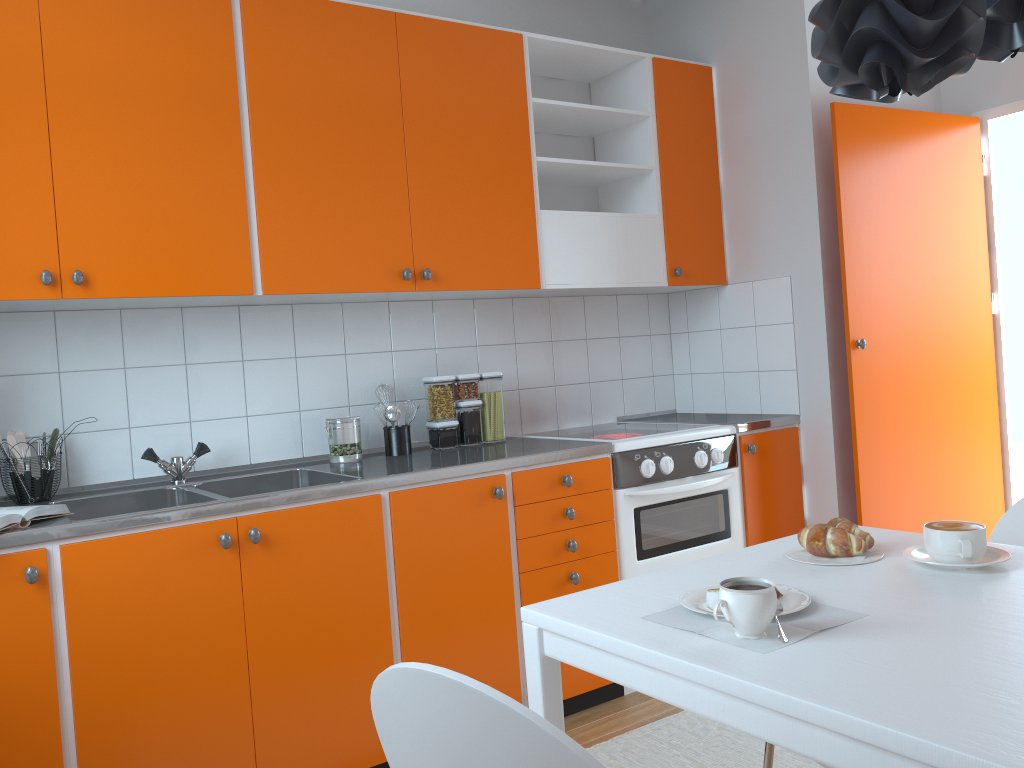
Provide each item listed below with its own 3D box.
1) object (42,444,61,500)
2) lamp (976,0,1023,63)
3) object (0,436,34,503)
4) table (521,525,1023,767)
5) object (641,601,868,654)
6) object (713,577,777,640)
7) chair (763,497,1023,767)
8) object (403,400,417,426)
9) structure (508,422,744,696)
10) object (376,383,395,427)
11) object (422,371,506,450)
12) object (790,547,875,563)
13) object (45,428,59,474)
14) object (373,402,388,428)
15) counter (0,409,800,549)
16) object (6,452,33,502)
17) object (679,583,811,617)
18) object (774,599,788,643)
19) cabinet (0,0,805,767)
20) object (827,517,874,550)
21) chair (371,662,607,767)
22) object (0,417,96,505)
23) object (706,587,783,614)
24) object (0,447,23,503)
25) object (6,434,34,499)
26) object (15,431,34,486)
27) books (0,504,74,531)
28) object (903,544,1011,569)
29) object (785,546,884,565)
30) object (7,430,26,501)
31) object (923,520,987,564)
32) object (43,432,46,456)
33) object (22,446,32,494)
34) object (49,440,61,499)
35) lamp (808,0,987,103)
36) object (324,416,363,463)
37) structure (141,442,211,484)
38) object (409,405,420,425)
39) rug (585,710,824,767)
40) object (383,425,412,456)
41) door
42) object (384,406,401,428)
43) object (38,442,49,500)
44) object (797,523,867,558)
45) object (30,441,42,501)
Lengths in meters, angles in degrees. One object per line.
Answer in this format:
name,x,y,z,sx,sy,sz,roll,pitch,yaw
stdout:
object,-1.315,0.249,2.527,0.021,0.158,0.078,-4,1,23
lamp,0.608,-1.061,1.106,0.297,1.294,0.293,-4,1,12
object,-1.380,0.228,2.445,0.098,0.218,0.019,-5,1,-34
table,0.746,0.699,1.129,0.823,0.771,1.290,-5,2,-34
object,0.348,0.336,1.285,0.225,0.003,0.231,-5,2,-34
object,0.318,0.306,1.205,0.084,0.070,0.076,-4,1,15
chair,0.805,0.632,1.592,0.642,0.870,0.506,-4,1,-9
object,-0.359,0.120,3.060,0.044,0.131,0.077,-5,1,-42
structure,0.443,0.608,3.405,0.613,0.864,0.739,-5,1,-34
object,-0.420,0.121,3.148,0.063,0.251,0.187,-5,1,-33
object,-0.169,0.094,3.244,0.298,0.261,0.095,-5,1,-34
object,0.583,0.307,1.612,0.124,0.005,0.118,-3,2,36
object,-1.340,0.230,2.557,0.024,0.198,0.074,-4,1,33
object,-0.438,0.155,3.071,0.045,0.190,0.107,-4,1,17
counter,-0.322,0.290,2.934,3.076,0.132,0.687,-5,2,-34
object,-1.390,0.262,2.502,0.110,0.146,0.019,-3,1,37
object,0.351,0.329,1.341,0.189,0.012,0.194,-5,2,-37
object,0.363,0.324,1.224,0.028,0.027,0.129,-4,2,14
cabinet,-0.337,-0.064,2.915,3.077,2.348,0.711,-5,1,-34
object,0.617,0.277,1.621,0.060,0.059,0.075,-5,1,-13
chair,0.187,0.692,1.097,0.636,0.870,0.512,-5,2,-44
object,-1.357,0.212,2.517,0.175,0.244,0.326,-3,2,33
object,0.347,0.314,1.349,0.126,0.043,0.075,-6,2,-42
object,-1.412,0.255,2.501,0.071,0.162,0.020,-4,1,25
object,-1.400,0.238,2.531,0.088,0.192,0.024,-4,1,23
object,-1.390,0.233,2.554,0.075,0.198,0.022,-4,1,21
books,-1.235,0.319,2.065,0.233,0.040,0.341,-4,2,10
object,0.746,0.294,1.489,0.159,0.020,0.162,-5,2,-19
object,0.583,0.310,1.608,0.168,0.005,0.166,-4,2,8
object,-1.416,0.233,2.541,0.056,0.203,0.025,-3,1,39
object,0.745,0.266,1.487,0.093,0.064,0.100,-5,2,-31
object,-1.355,0.235,2.569,0.017,0.189,0.060,-4,1,-14
object,-1.380,0.256,2.526,0.020,0.153,0.086,-5,1,-28
object,-1.320,0.245,2.549,0.021,0.166,0.054,-4,1,32
lamp,0.362,-1.058,0.941,0.167,1.505,0.172,-5,1,-43
object,-0.564,0.187,2.988,0.117,0.150,0.117,-4,1,0
structure,-1.030,0.245,2.726,0.199,0.116,0.049,-5,1,-34
object,-0.360,0.159,3.096,0.119,0.164,0.034,-3,1,37
rug,0.182,1.092,2.181,1.657,0.009,0.686,-5,2,-34
object,-0.398,0.200,3.089,0.097,0.105,0.095,-3,2,37
door,2.005,-0.106,3.443,1.407,2.055,0.683,-4,1,14
object,-0.417,0.162,3.052,0.052,0.176,0.088,-5,1,-25
object,-1.343,0.249,2.539,0.020,0.163,0.072,-5,1,-30
object,0.566,0.282,1.603,0.069,0.060,0.133,-5,2,-34
object,-1.367,0.232,2.541,0.135,0.199,0.074,-3,1,36
